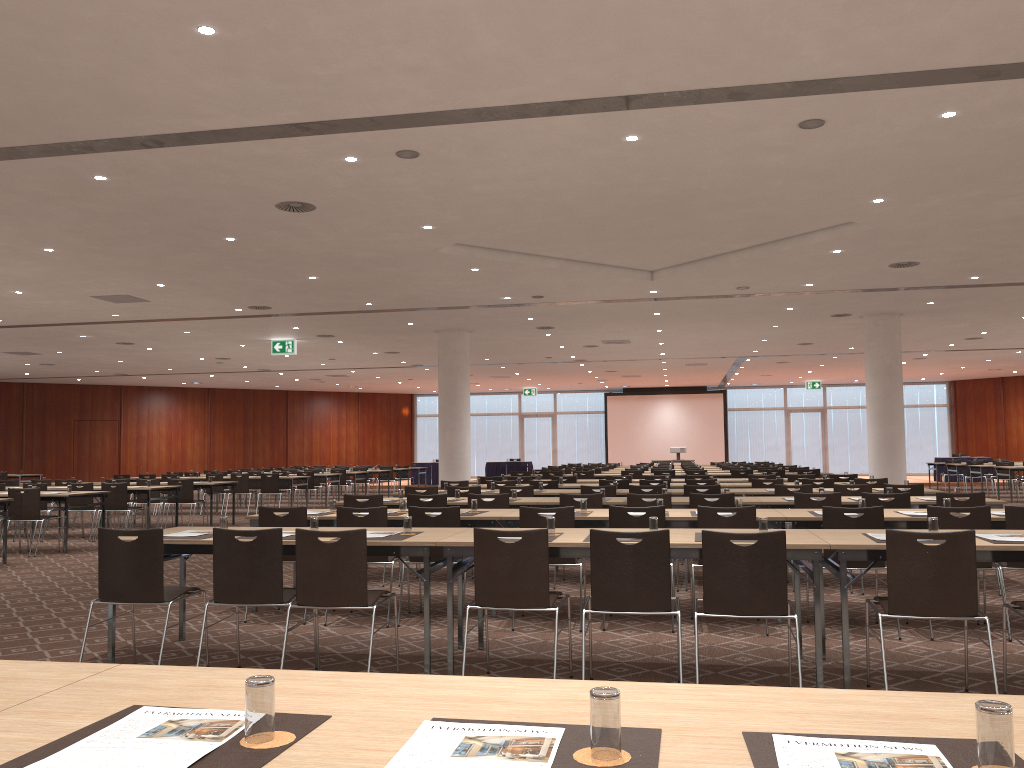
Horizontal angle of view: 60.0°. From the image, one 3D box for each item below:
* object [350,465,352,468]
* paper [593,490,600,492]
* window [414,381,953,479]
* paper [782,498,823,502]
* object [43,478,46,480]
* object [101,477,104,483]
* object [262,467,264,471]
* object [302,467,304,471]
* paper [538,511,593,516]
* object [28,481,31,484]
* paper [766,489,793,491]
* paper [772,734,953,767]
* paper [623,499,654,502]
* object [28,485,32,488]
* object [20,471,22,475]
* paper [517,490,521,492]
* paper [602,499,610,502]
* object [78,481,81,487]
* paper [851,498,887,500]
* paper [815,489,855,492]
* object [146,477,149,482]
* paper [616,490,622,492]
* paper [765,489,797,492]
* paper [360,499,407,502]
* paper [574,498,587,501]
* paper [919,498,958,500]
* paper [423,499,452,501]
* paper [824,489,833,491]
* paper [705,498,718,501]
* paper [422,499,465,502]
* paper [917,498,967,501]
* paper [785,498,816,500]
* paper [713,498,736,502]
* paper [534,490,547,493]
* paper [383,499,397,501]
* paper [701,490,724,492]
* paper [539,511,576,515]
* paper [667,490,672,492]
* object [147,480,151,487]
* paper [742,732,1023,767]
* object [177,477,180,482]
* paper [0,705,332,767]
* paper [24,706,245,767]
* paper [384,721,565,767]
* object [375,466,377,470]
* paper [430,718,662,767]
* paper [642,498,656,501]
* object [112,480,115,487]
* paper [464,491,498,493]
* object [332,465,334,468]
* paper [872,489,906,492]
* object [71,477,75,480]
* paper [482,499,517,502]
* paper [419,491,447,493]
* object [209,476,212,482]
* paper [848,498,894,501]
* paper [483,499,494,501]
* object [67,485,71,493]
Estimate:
[{"bbox_3d":[-5.544,2.839,30.573,0.054,0.114,0.054,1,-4,-23],"label":"object"},{"bbox_3d":[1.123,1.391,11.564,0.283,0.006,0.398,-2,-4,12],"label":"paper"},{"bbox_3d":[6.800,2.110,38.545,22.962,3.869,0.217,-1,-4,10],"label":"window"},{"bbox_3d":[3.039,1.188,9.101,0.460,0.003,0.566,-1,-4,10],"label":"paper"},{"bbox_3d":[-9.265,1.912,17.565,0.054,0.114,0.054,-4,-5,44],"label":"object"},{"bbox_3d":[-8.002,1.879,17.332,0.054,0.114,0.054,-4,-5,44],"label":"object"},{"bbox_3d":[-7.549,2.587,26.879,0.054,0.114,0.054,1,-4,-23],"label":"object"},{"bbox_3d":[-6.276,2.554,26.645,0.054,0.114,0.054,1,-4,-23],"label":"object"},{"bbox_3d":[0.436,1.103,7.541,0.460,0.003,0.566,-2,-4,11],"label":"paper"},{"bbox_3d":[-8.358,1.736,15.359,0.054,0.114,0.054,1,-4,-23],"label":"object"},{"bbox_3d":[3.356,1.332,11.131,0.283,0.006,0.398,-1,-4,9],"label":"paper"},{"bbox_3d":[0.584,0.641,1.443,0.283,0.006,0.398,-2,-4,13],"label":"paper"},{"bbox_3d":[1.433,1.231,9.415,0.460,0.003,0.566,-2,-4,12],"label":"paper"},{"bbox_3d":[-7.124,1.552,13.104,0.054,0.114,0.054,-2,-4,22],"label":"object"},{"bbox_3d":[-14.452,2.614,26.118,0.054,0.114,0.054,1,-4,-23],"label":"object"},{"bbox_3d":[0.160,1.414,11.706,0.283,0.006,0.398,-2,-4,11],"label":"paper"},{"bbox_3d":[0.807,1.246,9.510,0.460,0.003,0.566,-2,-4,12],"label":"paper"},{"bbox_3d":[-7.404,1.711,15.186,0.054,0.114,0.054,-1,-4,-1],"label":"object"},{"bbox_3d":[3.640,1.172,9.043,0.283,0.006,0.398,-1,-4,7],"label":"paper"},{"bbox_3d":[4.030,1.314,10.945,0.460,0.003,0.566,-1,-4,10],"label":"paper"},{"bbox_3d":[-7.047,1.854,17.153,0.054,0.114,0.054,-1,-4,-1],"label":"object"},{"bbox_3d":[1.180,1.388,11.471,0.460,0.003,0.566,-2,-4,11],"label":"paper"},{"bbox_3d":[3.416,1.330,11.068,0.460,0.003,0.566,-1,-4,10],"label":"paper"},{"bbox_3d":[-1.442,1.303,9.904,0.460,0.003,0.566,-1,-4,10],"label":"paper"},{"bbox_3d":[0.778,1.248,9.596,0.283,0.006,0.398,-1,-4,10],"label":"paper"},{"bbox_3d":[4.285,1.156,8.937,0.283,0.006,0.398,-1,-4,8],"label":"paper"},{"bbox_3d":[-0.823,1.289,9.877,0.283,0.006,0.398,-1,-4,9],"label":"paper"},{"bbox_3d":[3.988,1.315,11.012,0.283,0.006,0.398,-1,-4,8],"label":"paper"},{"bbox_3d":[2.024,1.214,9.335,0.283,0.006,0.398,-1,-4,9],"label":"paper"},{"bbox_3d":[-0.787,1.289,9.833,0.460,0.003,0.566,-2,-4,13],"label":"paper"},{"bbox_3d":[4.340,1.155,8.872,0.460,0.003,0.566,-2,-4,14],"label":"paper"},{"bbox_3d":[2.986,1.190,9.179,0.283,0.006,0.398,-2,-4,11],"label":"paper"},{"bbox_3d":[2.101,1.213,9.285,0.460,0.003,0.566,-2,-4,13],"label":"paper"},{"bbox_3d":[0.190,1.413,11.653,0.460,0.003,0.566,-1,-4,10],"label":"paper"},{"bbox_3d":[-1.461,1.305,9.989,0.283,0.006,0.398,-2,-4,12],"label":"paper"},{"bbox_3d":[2.430,1.355,11.242,0.460,0.003,0.566,-1,-4,9],"label":"paper"},{"bbox_3d":[0.390,1.107,7.634,0.283,0.006,0.398,-2,-4,12],"label":"paper"},{"bbox_3d":[1.807,1.370,11.332,0.460,0.003,0.566,-2,-4,11],"label":"paper"},{"bbox_3d":[-6.119,1.677,14.947,0.054,0.114,0.054,-1,-4,-1],"label":"object"},{"bbox_3d":[0.627,0.640,1.384,0.460,0.003,0.566,-1,-4,8],"label":"paper"},{"bbox_3d":[-6.410,1.837,17.033,0.054,0.114,0.054,-1,-4,-1],"label":"object"},{"bbox_3d":[-0.657,0.673,1.604,0.460,0.003,0.566,-2,-4,12],"label":"paper"},{"bbox_3d":[-0.680,0.675,1.685,0.283,0.006,0.398,-1,-4,9],"label":"paper"},{"bbox_3d":[-0.070,0.658,1.558,0.283,0.006,0.398,-1,-4,10],"label":"paper"},{"bbox_3d":[-4.037,2.496,26.238,0.054,0.114,0.054,-1,-4,-1],"label":"object"},{"bbox_3d":[0.009,0.656,1.487,0.460,0.003,0.566,-2,-4,11],"label":"paper"},{"bbox_3d":[1.392,1.231,9.468,0.283,0.006,0.398,-1,-4,10],"label":"paper"},{"bbox_3d":[-6.772,1.695,15.073,0.054,0.114,0.054,-1,-4,-1],"label":"object"},{"bbox_3d":[-0.428,1.430,11.772,0.460,0.003,0.566,-2,-4,11],"label":"paper"},{"bbox_3d":[-6.195,2.855,30.685,0.054,0.114,0.054,1,-4,-23],"label":"object"},{"bbox_3d":[4.657,1.296,10.818,0.460,0.003,0.566,-1,-4,9],"label":"paper"},{"bbox_3d":[-8.634,1.894,17.437,0.054,0.114,0.054,-4,-5,44],"label":"object"},{"bbox_3d":[-0.169,1.271,9.694,0.460,0.003,0.566,-2,-4,11],"label":"paper"},{"bbox_3d":[-1.060,1.446,11.879,0.460,0.003,0.566,-1,-4,10],"label":"paper"},{"bbox_3d":[-5.758,1.820,16.910,0.054,0.114,0.054,-1,-4,-1],"label":"object"},{"bbox_3d":[3.682,1.171,8.982,0.460,0.003,0.566,-2,-4,11],"label":"paper"},{"bbox_3d":[-0.188,1.272,9.756,0.283,0.006,0.398,-1,-4,8],"label":"paper"},{"bbox_3d":[-6.482,1.535,12.984,0.054,0.114,0.054,-2,-4,22],"label":"object"}]
